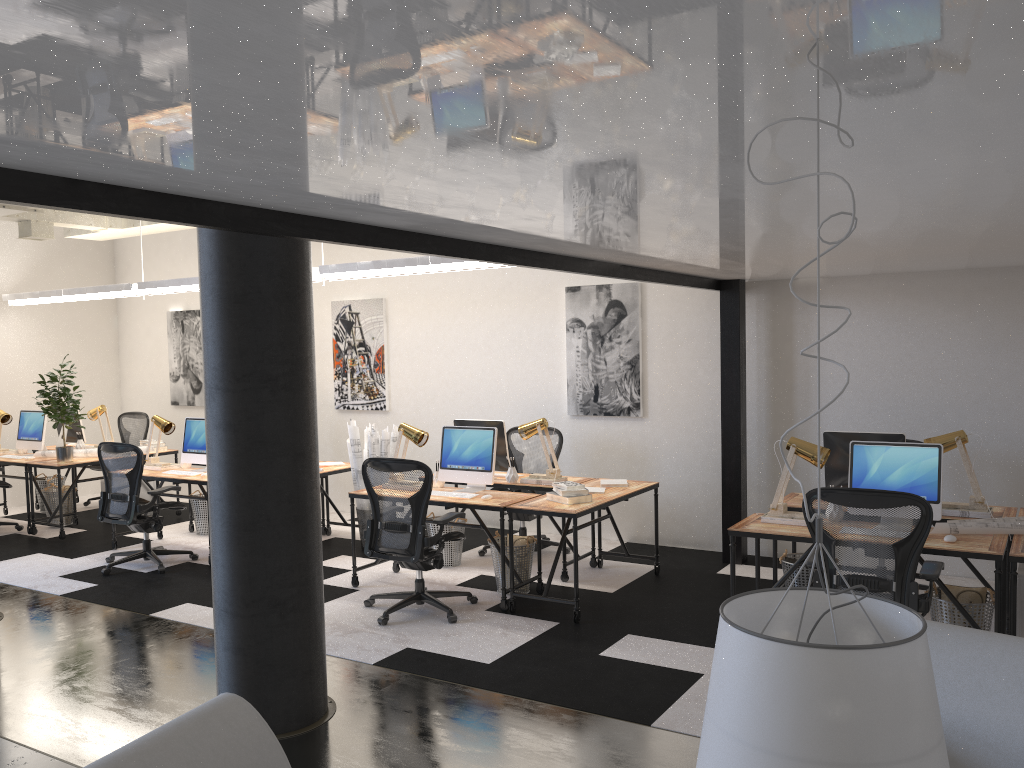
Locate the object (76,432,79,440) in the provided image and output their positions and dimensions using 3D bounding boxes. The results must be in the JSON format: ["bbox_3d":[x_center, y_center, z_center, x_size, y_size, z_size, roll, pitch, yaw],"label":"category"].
[{"bbox_3d":[-4.795,0.636,9.820,0.054,0.207,0.008,0,3,15],"label":"object"}]

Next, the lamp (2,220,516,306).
[{"bbox_3d":[-2.717,-2.280,8.259,7.301,2.867,0.226,0,4,32],"label":"lamp"}]

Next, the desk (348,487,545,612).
[{"bbox_3d":[-0.499,1.167,6.546,1.401,0.725,0.529,0,3,32],"label":"desk"}]

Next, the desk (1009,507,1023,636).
[{"bbox_3d":[3.021,1.160,4.796,0.529,0.725,1.400,1,3,32],"label":"desk"}]

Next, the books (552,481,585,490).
[{"bbox_3d":[0.388,0.699,6.111,0.153,0.030,0.185,-3,3,-30],"label":"books"}]

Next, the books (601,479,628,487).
[{"bbox_3d":[0.775,0.755,6.748,0.200,0.024,0.235,-1,2,5],"label":"books"}]

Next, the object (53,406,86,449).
[{"bbox_3d":[-5.039,0.495,10.040,0.483,0.486,0.189,0,4,32],"label":"object"}]

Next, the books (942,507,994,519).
[{"bbox_3d":[2.714,0.762,5.331,0.309,0.038,0.225,0,3,32],"label":"books"}]

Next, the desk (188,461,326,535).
[{"bbox_3d":[-2.534,1.120,8.748,1.401,0.725,0.529,0,3,32],"label":"desk"}]

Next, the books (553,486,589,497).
[{"bbox_3d":[0.402,0.730,6.119,0.193,0.044,0.257,-2,3,-11],"label":"books"}]

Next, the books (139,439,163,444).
[{"bbox_3d":[-3.935,0.625,9.667,0.185,0.030,0.152,0,3,30],"label":"books"}]

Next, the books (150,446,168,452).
[{"bbox_3d":[-3.923,0.704,9.656,0.271,0.050,0.200,0,3,29],"label":"books"}]

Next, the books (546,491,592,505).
[{"bbox_3d":[0.390,0.778,6.098,0.200,0.050,0.271,-3,3,-31],"label":"books"}]

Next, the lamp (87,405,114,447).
[{"bbox_3d":[-4.564,0.464,9.847,0.344,0.470,0.126,1,4,32],"label":"lamp"}]

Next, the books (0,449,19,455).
[{"bbox_3d":[-5.593,0.744,9.708,0.309,0.038,0.225,0,3,32],"label":"books"}]

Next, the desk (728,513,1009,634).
[{"bbox_3d":[1.966,1.178,4.945,1.401,0.725,0.529,0,3,32],"label":"desk"}]

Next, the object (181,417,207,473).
[{"bbox_3d":[-2.801,0.550,8.063,0.483,0.486,0.189,0,4,32],"label":"object"}]

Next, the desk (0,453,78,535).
[{"bbox_3d":[-5.278,1.132,9.425,1.401,0.725,0.529,0,3,32],"label":"desk"}]

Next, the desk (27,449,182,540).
[{"bbox_3d":[-4.224,1.114,9.275,0.529,0.725,1.400,1,3,32],"label":"desk"}]

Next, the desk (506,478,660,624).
[{"bbox_3d":[0.556,1.149,6.396,0.529,0.725,1.400,1,3,32],"label":"desk"}]

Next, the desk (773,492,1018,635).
[{"bbox_3d":[2.417,1.137,5.660,1.401,0.725,0.529,0,3,32],"label":"desk"}]

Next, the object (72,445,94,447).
[{"bbox_3d":[-4.895,0.717,10.228,0.439,0.018,0.118,0,3,32],"label":"object"}]

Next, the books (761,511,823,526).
[{"bbox_3d":[1.651,0.791,5.229,0.309,0.038,0.225,0,3,32],"label":"books"}]

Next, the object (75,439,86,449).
[{"bbox_3d":[-4.779,0.678,9.821,0.101,0.127,0.101,-2,3,-13],"label":"object"}]

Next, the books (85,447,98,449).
[{"bbox_3d":[-4.530,0.716,9.811,0.309,0.038,0.225,0,3,32],"label":"books"}]

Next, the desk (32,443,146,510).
[{"bbox_3d":[-4.827,1.091,10.139,1.401,0.725,0.529,0,3,32],"label":"desk"}]

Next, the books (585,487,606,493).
[{"bbox_3d":[0.557,0.774,6.477,0.243,0.019,0.205,-1,2,9],"label":"books"}]

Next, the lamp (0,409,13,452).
[{"bbox_3d":[-5.571,0.495,9.643,0.344,0.470,0.126,1,4,32],"label":"lamp"}]

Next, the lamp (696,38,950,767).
[{"bbox_3d":[0.511,0.061,1.475,0.436,1.348,0.436,-4,4,-44],"label":"lamp"}]

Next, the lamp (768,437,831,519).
[{"bbox_3d":[1.674,0.541,5.164,0.344,0.470,0.126,1,4,32],"label":"lamp"}]

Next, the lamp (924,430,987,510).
[{"bbox_3d":[2.680,0.510,5.367,0.344,0.470,0.127,1,4,32],"label":"lamp"}]

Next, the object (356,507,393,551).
[{"bbox_3d":[-1.216,1.299,7.961,0.353,0.399,0.353,-2,3,-13],"label":"object"}]

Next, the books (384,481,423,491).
[{"bbox_3d":[-0.813,0.779,6.829,0.309,0.038,0.225,0,3,32],"label":"books"}]

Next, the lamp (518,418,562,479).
[{"bbox_3d":[0.215,0.498,6.967,0.344,0.470,0.127,1,4,32],"label":"lamp"}]

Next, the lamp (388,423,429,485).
[{"bbox_3d":[-0.791,0.530,6.765,0.344,0.470,0.126,1,4,32],"label":"lamp"}]

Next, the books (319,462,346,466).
[{"bbox_3d":[-1.698,0.749,8.299,0.243,0.019,0.205,-2,3,-21],"label":"books"}]

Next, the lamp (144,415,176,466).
[{"bbox_3d":[-3.277,0.524,8.253,0.344,0.470,0.127,1,4,32],"label":"lamp"}]

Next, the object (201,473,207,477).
[{"bbox_3d":[-2.659,0.788,7.722,0.059,0.029,0.106,0,3,33],"label":"object"}]

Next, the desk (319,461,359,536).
[{"bbox_3d":[-1.930,1.142,7.884,0.529,0.725,1.400,1,3,32],"label":"desk"}]

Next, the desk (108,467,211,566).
[{"bbox_3d":[-2.985,1.160,8.033,1.401,0.725,0.529,0,3,32],"label":"desk"}]

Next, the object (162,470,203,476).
[{"bbox_3d":[-2.934,0.793,7.901,0.439,0.018,0.118,0,3,32],"label":"object"}]

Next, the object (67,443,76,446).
[{"bbox_3d":[-5.170,0.709,10.407,0.059,0.029,0.106,0,3,33],"label":"object"}]

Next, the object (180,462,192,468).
[{"bbox_3d":[-3.052,0.725,8.302,0.101,0.127,0.101,-2,3,-13],"label":"object"}]

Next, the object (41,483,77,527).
[{"bbox_3d":[-4.777,1.270,9.359,0.358,0.435,0.353,0,3,28],"label":"object"}]

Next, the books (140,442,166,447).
[{"bbox_3d":[-3.925,0.656,9.681,0.193,0.044,0.257,-3,3,-41],"label":"books"}]

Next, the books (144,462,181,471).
[{"bbox_3d":[-3.299,0.773,8.317,0.309,0.038,0.225,0,3,32],"label":"books"}]

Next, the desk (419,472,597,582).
[{"bbox_3d":[-0.047,1.126,7.260,1.401,0.725,0.529,0,3,32],"label":"desk"}]

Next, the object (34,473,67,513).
[{"bbox_3d":[-5.322,1.245,10.222,0.358,0.435,0.353,0,3,28],"label":"object"}]

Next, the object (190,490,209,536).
[{"bbox_3d":[-3.028,1.274,8.830,0.358,0.435,0.353,0,3,28],"label":"object"}]

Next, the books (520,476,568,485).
[{"bbox_3d":[0.250,0.750,6.932,0.309,0.038,0.225,0,3,32],"label":"books"}]

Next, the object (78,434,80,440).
[{"bbox_3d":[-4.777,0.637,9.804,0.008,0.207,0.054,0,3,19],"label":"object"}]
